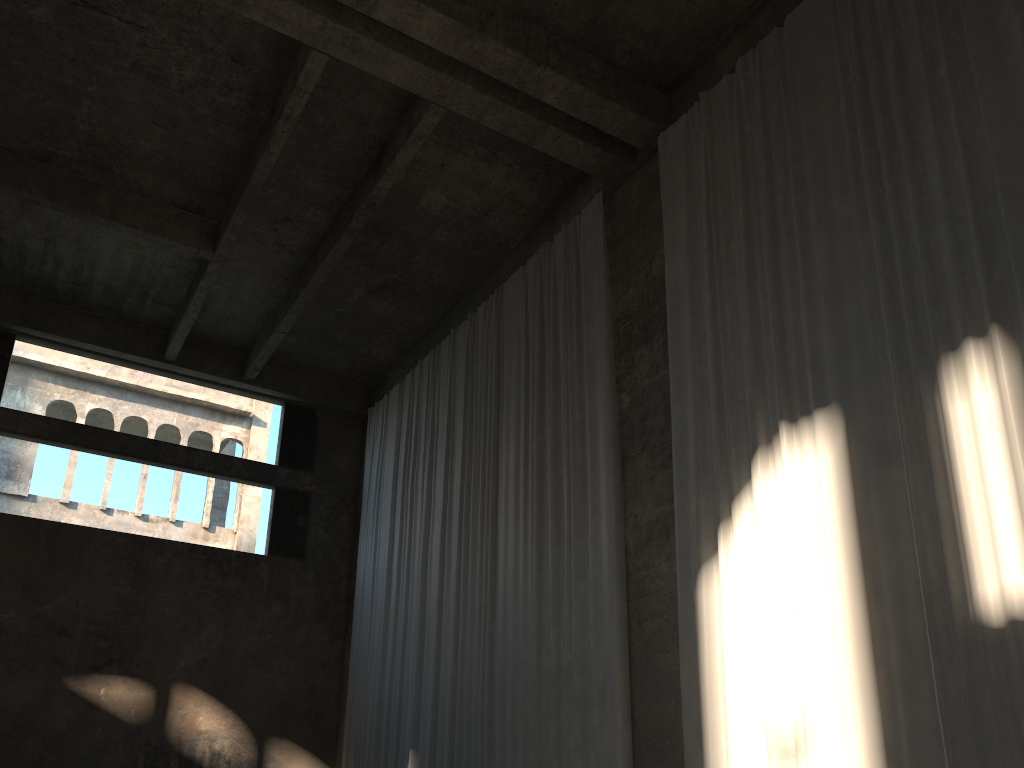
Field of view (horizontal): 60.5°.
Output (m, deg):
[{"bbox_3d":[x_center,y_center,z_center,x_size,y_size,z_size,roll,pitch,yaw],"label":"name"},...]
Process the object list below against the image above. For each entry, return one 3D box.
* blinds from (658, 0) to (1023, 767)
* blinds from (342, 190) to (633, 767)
[{"bbox_3d":[3.614,-0.515,5.778,0.278,8.251,8.101,12,-26,-27],"label":"blinds"},{"bbox_3d":[-0.891,2.860,12.783,0.278,8.251,8.089,13,-26,-29],"label":"blinds"}]
